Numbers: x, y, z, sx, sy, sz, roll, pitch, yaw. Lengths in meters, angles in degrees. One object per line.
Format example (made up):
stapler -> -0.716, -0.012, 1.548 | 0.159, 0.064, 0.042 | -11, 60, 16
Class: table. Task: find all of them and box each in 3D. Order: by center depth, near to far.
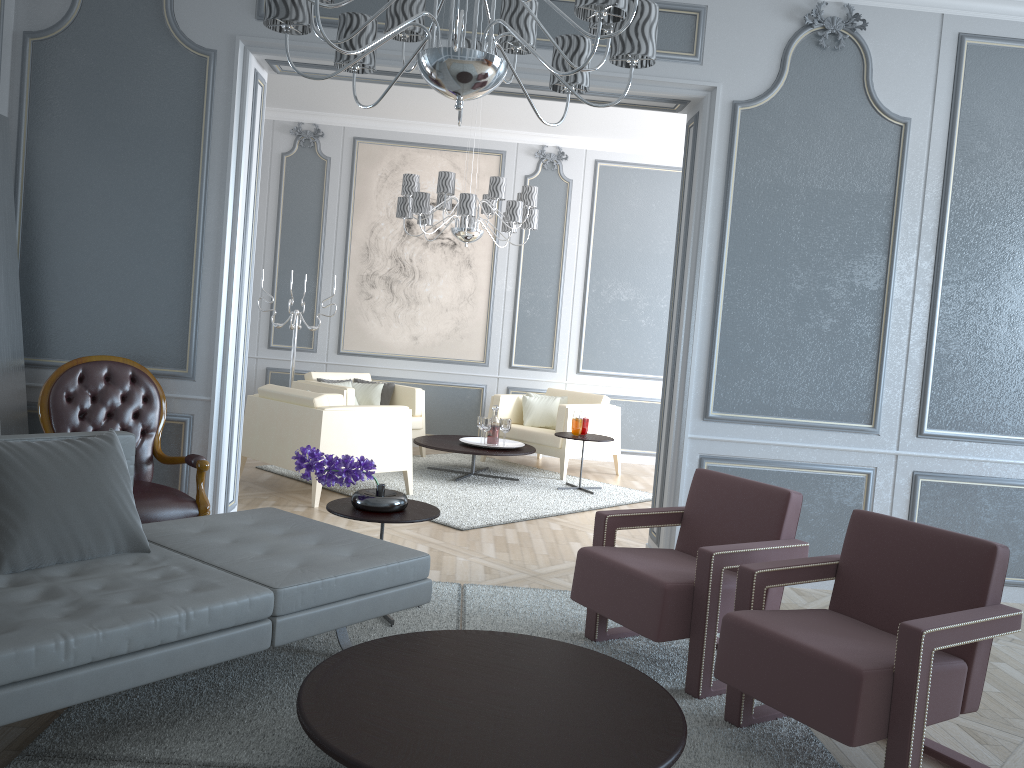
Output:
table -> -0.053, 0.836, 2.048 | 0.883, 0.239, 0.883 | 6, 4, 14
table -> -0.484, 0.643, 3.248 | 0.414, 0.384, 0.415 | 4, 3, -15
table -> 0.485, 0.552, 6.150 | 0.415, 0.384, 0.414 | 8, 4, 44
table -> -0.276, 0.547, 6.382 | 0.882, 0.239, 0.883 | 4, 4, -5

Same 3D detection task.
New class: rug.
rug -> -0.132, 0.941, 2.094 | 2.018, 0.010, 3.207 | 5, 4, -3
rug -> -0.330, 0.676, 6.087 | 2.002, 0.010, 2.000 | 8, 5, 42

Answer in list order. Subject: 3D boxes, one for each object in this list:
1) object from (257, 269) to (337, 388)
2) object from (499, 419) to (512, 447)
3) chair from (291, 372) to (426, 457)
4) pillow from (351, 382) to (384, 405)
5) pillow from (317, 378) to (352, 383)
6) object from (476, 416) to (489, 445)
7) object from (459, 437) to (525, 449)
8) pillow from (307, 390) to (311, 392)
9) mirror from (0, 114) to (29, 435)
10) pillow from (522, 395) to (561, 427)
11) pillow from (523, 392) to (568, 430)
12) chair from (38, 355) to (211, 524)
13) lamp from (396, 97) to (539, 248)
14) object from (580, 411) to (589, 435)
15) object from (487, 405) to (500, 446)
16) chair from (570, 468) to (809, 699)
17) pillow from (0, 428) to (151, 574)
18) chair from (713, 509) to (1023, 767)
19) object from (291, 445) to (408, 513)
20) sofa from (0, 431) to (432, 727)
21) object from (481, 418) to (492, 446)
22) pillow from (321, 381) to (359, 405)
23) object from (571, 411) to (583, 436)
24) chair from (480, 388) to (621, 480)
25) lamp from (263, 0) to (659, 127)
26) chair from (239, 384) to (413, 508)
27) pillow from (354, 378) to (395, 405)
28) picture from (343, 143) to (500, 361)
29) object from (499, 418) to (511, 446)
object -> -1.739, -0.193, 7.046 | 0.447, 1.385, 0.446 | 7, 4, 42
object -> -0.049, 0.350, 6.288 | 0.080, 0.196, 0.080 | 4, 3, -20
chair -> -1.211, 0.242, 6.944 | 0.738, 0.620, 0.855 | 8, 4, 42
pillow -> -1.183, 0.108, 7.008 | 0.312, 0.245, 0.163 | 5, 3, 1
pillow -> -1.359, 0.099, 6.925 | 0.184, 0.276, 0.351 | 7, 4, 43
object -> -0.214, 0.332, 6.353 | 0.080, 0.196, 0.080 | 4, 3, -20
object -> -0.143, 0.427, 6.326 | 0.468, 0.028, 0.468 | 5, 4, 10
pillow -> -1.251, 0.196, 5.527 | 0.182, 0.285, 0.361 | 5, 3, 3
mirror -> -2.072, -0.175, 3.077 | 0.251, 1.791, 1.401 | 5, 3, -3
pillow -> 0.235, 0.222, 7.076 | 0.311, 0.245, 0.163 | 4, 3, -9
pillow -> 0.273, 0.221, 7.156 | 0.351, 0.276, 0.184 | 5, 3, 3
chair -> -1.564, 0.318, 3.534 | 0.572, 0.828, 0.575 | 2, 4, -43
lamp -> -0.282, -1.516, 6.192 | 0.976, 1.119, 0.977 | 4, 3, -15
object -> 0.502, 0.273, 6.217 | 0.075, 0.165, 0.075 | 2, 4, -44
object -> -0.127, 0.294, 6.331 | 0.086, 0.290, 0.086 | 6, 3, 18
chair -> 0.578, 0.630, 3.002 | 0.606, 0.620, 0.577 | 3, 4, -33
pillow -> -1.214, 0.319, 2.388 | 0.253, 0.353, 0.422 | 7, 4, 34
chair -> 0.930, 0.697, 2.398 | 0.606, 0.620, 0.577 | 3, 4, -33
object -> -0.567, 0.336, 3.170 | 0.425, 0.221, 0.207 | 3, 4, -33
sofa -> -1.224, 0.509, 2.113 | 0.811, 0.667, 2.204 | 7, 4, 37
object -> -0.186, 0.340, 6.259 | 0.080, 0.196, 0.080 | 5, 3, 0
pillow -> -1.323, 0.106, 6.845 | 0.163, 0.245, 0.312 | 7, 4, 31
object -> 0.451, 0.273, 6.147 | 0.075, 0.165, 0.075 | 4, 3, -14
chair -> 0.326, 0.365, 7.022 | 0.856, 0.620, 0.737 | 8, 4, 42
lamp -> -0.095, -1.253, 2.231 | 0.976, 1.119, 0.977 | 4, 3, -15
chair -> -1.141, 0.339, 5.474 | 0.856, 0.620, 0.737 | 8, 4, 42
pillow -> -1.132, 0.108, 7.080 | 0.351, 0.276, 0.184 | 6, 3, 13
picture -> -0.770, -1.116, 7.554 | 1.199, 1.750, 0.001 | 5, 3, -3
object -> -0.054, 0.344, 6.371 | 0.080, 0.196, 0.080 | 4, 3, -20
